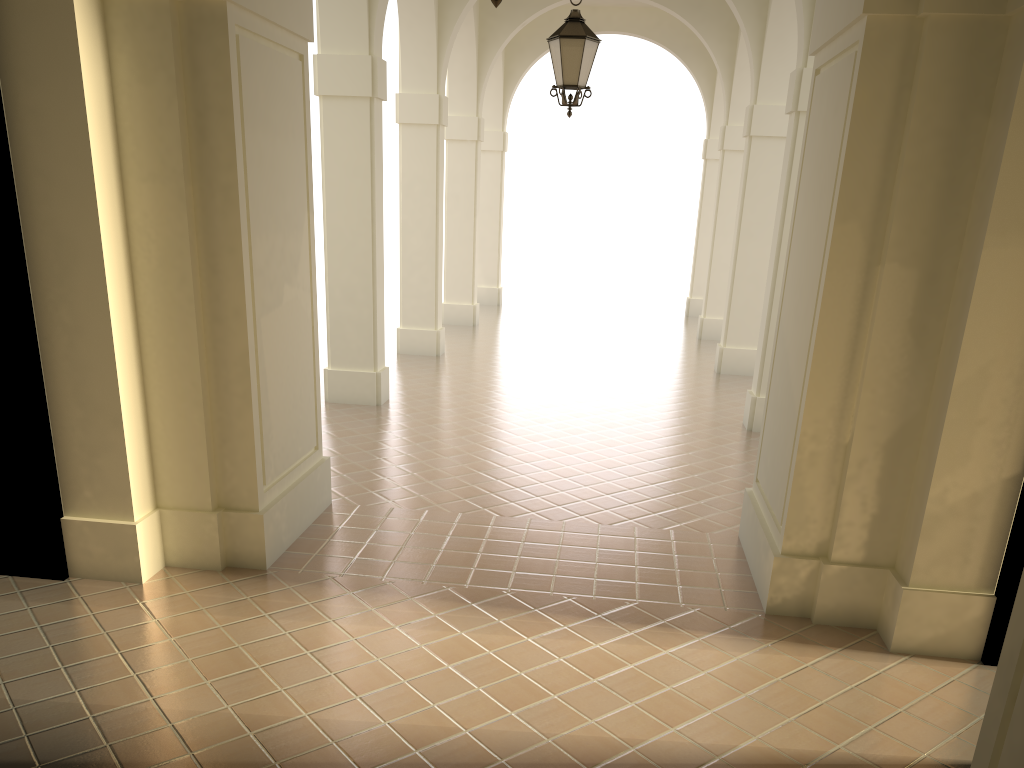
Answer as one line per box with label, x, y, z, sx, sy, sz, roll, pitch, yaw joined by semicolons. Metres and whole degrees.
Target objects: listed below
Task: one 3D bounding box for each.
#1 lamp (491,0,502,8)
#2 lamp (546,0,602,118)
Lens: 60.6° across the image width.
lamp;0.003;-3.161;2.970;0.440;3.480;0.488;-6;21;-22
lamp;0.608;-4.144;7.675;0.509;3.480;0.421;4;19;6
